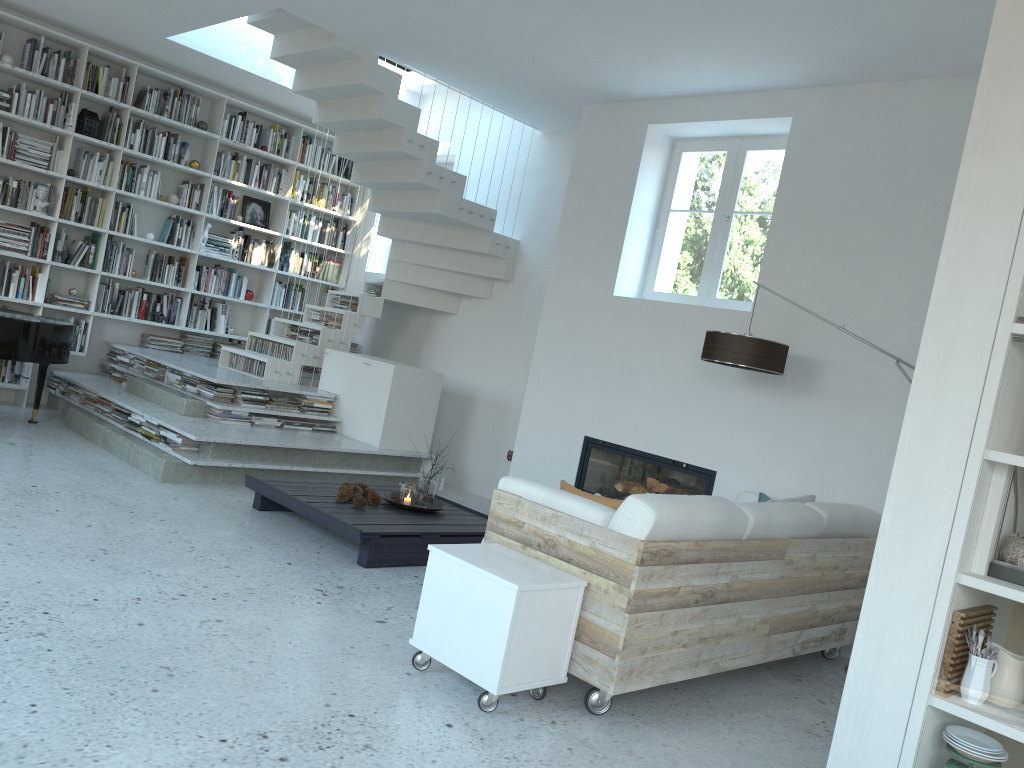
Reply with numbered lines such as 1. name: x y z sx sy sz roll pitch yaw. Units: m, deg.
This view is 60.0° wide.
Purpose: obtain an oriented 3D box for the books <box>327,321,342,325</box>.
1. books: -1.564 -0.547 8.065 0.215 0.015 0.138 11 2 -18

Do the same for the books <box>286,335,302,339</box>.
1. books: -2.015 -0.435 8.417 0.195 0.007 0.189 13 2 42

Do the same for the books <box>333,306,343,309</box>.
1. books: -1.636 -0.736 8.648 0.149 0.014 0.228 10 2 -33

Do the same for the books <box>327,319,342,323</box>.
1. books: -1.564 -0.566 8.079 0.232 0.011 0.171 11 2 -9

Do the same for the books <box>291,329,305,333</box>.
1. books: -1.990 -0.492 8.428 0.181 0.022 0.140 13 2 38

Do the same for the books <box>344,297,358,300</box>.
1. books: -1.478 -0.797 8.386 0.134 0.007 0.297 10 2 -36

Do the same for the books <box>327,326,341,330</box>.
1. books: -1.578 -0.505 8.088 0.206 0.012 0.183 11 2 -18

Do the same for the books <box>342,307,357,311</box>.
1. books: -1.499 -0.699 8.389 0.130 0.014 0.249 10 2 -32

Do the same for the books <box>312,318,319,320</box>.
1. books: -1.818 -0.613 8.542 0.160 0.010 0.179 10 3 -42

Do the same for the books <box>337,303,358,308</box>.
1. books: -1.518 -0.730 8.371 0.191 0.014 0.243 10 2 -32

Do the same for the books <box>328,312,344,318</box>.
1. books: -1.552 -0.618 8.072 0.234 0.025 0.157 11 2 -8

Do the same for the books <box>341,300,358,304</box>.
1. books: -1.491 -0.769 8.382 0.144 0.011 0.256 10 2 -38

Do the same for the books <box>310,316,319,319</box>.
1. books: -1.809 -0.623 8.548 0.296 0.012 0.145 13 3 44

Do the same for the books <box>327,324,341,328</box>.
1. books: -1.574 -0.517 8.082 0.215 0.013 0.189 11 2 -13

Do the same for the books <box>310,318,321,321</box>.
1. books: -1.814 -0.602 8.548 0.254 0.010 0.138 13 2 42

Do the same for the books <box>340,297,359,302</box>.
1. books: -1.503 -0.792 8.370 0.191 0.013 0.243 10 2 -34

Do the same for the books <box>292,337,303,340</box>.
1. books: -1.994 -0.421 8.442 0.130 0.014 0.188 10 3 -45

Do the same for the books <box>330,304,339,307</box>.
1. books: -1.645 -0.749 8.641 0.176 0.009 0.274 10 2 -32

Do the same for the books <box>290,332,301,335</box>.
1. books: -1.996 -0.464 8.429 0.165 0.015 0.145 13 2 39

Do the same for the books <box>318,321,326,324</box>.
1. books: -1.688 -0.558 8.298 0.200 0.014 0.177 10 2 -41

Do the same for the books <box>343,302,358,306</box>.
1. books: -1.498 -0.750 8.381 0.154 0.014 0.196 10 2 -32

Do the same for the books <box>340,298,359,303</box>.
1. books: -1.498 -0.780 8.376 0.174 0.009 0.239 10 2 -36

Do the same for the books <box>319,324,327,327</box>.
1. books: -1.710 -0.537 8.318 0.162 0.007 0.132 10 2 -36

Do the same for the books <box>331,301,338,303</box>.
1. books: -1.638 -0.778 8.640 0.184 0.006 0.262 10 2 -30

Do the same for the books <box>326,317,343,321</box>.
1. books: -1.557 -0.581 8.063 0.295 0.007 0.146 11 2 -11

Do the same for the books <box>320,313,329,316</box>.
1. books: -1.673 -0.635 8.294 0.218 0.012 0.156 10 2 -29

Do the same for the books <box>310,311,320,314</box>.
1. books: -1.814 -0.671 8.531 0.203 0.011 0.173 13 2 40

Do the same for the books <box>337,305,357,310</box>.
1. books: -1.520 -0.717 8.372 0.182 0.013 0.287 10 2 -31

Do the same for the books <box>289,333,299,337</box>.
1. books: -2.008 -0.453 8.420 0.159 0.012 0.225 10 2 -37

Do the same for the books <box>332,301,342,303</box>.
1. books: -1.639 -0.784 8.639 0.170 0.006 0.268 10 2 -34

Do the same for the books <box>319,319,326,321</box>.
1. books: -1.678 -0.579 8.290 0.188 0.005 0.181 10 3 -45

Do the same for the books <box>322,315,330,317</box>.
1. books: -1.688 -0.626 8.309 0.159 0.012 0.129 10 2 -30

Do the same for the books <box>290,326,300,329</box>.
1. books: -1.987 -0.524 8.423 0.194 0.012 0.161 13 3 42

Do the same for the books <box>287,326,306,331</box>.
1. books: -2.003 -0.518 8.409 0.188 0.006 0.198 13 2 41

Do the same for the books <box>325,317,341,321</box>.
1. books: -1.559 -0.574 8.063 0.295 0.007 0.146 11 2 -15

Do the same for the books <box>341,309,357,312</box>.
1. books: -1.503 -0.686 8.389 0.136 0.013 0.257 10 2 -33

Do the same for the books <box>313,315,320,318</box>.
1. books: -1.805 -0.638 8.548 0.230 0.019 0.143 13 3 44

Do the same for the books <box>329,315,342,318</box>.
1. books: -1.553 -0.603 8.064 0.254 0.005 0.160 11 2 -13

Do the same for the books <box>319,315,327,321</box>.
1. books: -1.672 -0.598 8.286 0.178 0.036 0.221 10 2 -41

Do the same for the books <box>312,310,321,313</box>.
1. books: -1.804 -0.682 8.538 0.180 0.014 0.157 13 2 41

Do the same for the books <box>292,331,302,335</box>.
1. books: -1.988 -0.476 8.434 0.132 0.010 0.197 10 2 -41

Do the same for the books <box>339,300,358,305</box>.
1. books: -1.504 -0.762 8.374 0.177 0.007 0.254 10 2 -37

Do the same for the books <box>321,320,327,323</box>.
1. books: -1.696 -0.574 8.309 0.139 0.013 0.154 10 3 -43

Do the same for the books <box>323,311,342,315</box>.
1. books: -1.672 -0.663 8.298 0.155 0.009 0.154 10 3 -45

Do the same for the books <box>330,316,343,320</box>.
1. books: -1.559 -0.594 8.080 0.184 0.016 0.179 11 2 -17

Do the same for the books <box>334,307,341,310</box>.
1. books: -1.633 -0.721 8.652 0.146 0.014 0.211 10 2 -30

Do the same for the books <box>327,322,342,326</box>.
1. books: -1.570 -0.535 8.079 0.222 0.011 0.180 11 2 -14

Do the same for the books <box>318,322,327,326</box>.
1. books: -1.710 -0.548 8.320 0.184 0.016 0.128 10 2 -38

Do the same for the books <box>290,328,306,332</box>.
1. books: -1.992 -0.508 8.422 0.207 0.009 0.160 13 2 41

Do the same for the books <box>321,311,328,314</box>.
1. books: -1.671 -0.649 8.294 0.166 0.017 0.190 10 3 -43

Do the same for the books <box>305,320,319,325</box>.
1. books: -1.835 -0.575 8.534 0.287 0.018 0.190 13 3 44

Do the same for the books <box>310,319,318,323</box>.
1. books: -1.815 -0.589 8.551 0.288 0.017 0.136 13 3 43

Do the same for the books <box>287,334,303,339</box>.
1. books: -2.008 -0.442 8.422 0.216 0.009 0.158 13 2 38

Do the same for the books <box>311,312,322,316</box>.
1. books: -1.806 -0.656 8.544 0.239 0.017 0.150 13 3 43

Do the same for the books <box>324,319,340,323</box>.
1. books: -1.562 -0.557 8.064 0.295 0.006 0.146 11 2 -11

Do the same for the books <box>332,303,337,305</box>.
1. books: -1.641 -0.761 8.641 0.166 0.018 0.264 10 2 -26

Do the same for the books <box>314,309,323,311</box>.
1. books: -1.799 -0.696 8.540 0.180 0.014 0.157 13 3 43

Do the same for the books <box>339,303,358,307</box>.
1. books: -1.509 -0.740 8.375 0.187 0.009 0.260 10 2 -35

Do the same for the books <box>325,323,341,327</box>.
1. books: -1.574 -0.527 8.092 0.254 0.007 0.188 11 2 -18
